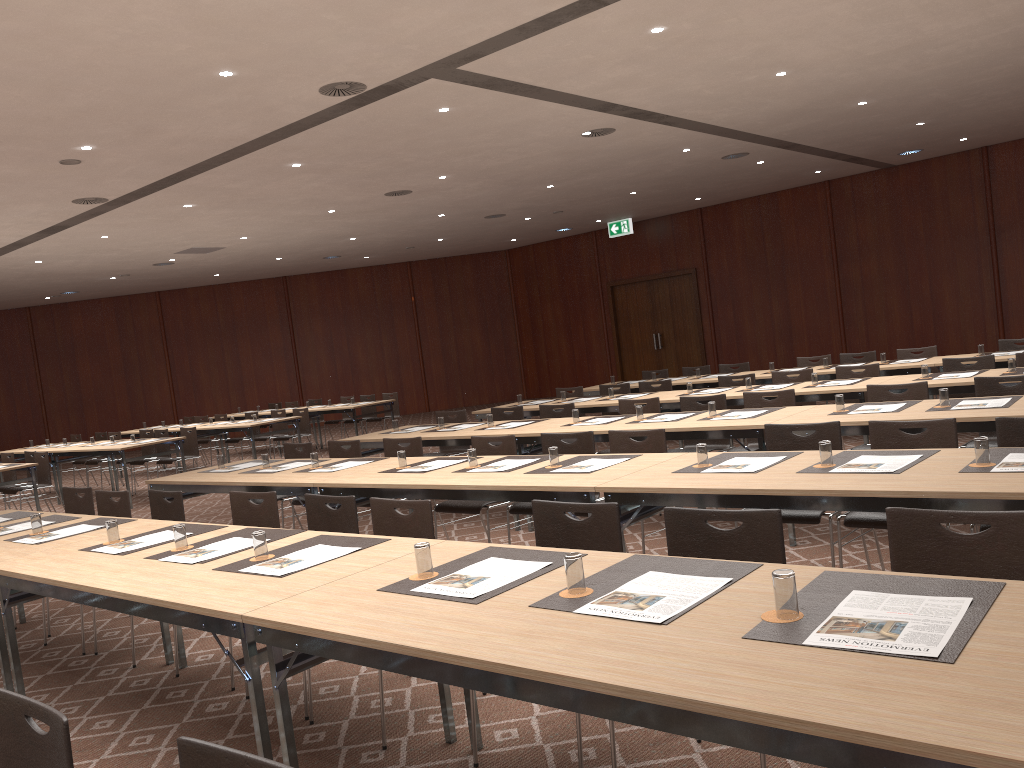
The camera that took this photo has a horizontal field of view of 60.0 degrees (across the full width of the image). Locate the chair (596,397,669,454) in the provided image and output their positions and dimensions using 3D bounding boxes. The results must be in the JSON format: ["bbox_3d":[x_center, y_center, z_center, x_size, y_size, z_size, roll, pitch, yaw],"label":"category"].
[{"bbox_3d":[1.094,0.613,7.910,0.536,0.940,0.613,-4,4,41],"label":"chair"}]

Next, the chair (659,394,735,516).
[{"bbox_3d":[1.563,0.578,7.407,0.536,0.940,0.613,-5,4,40],"label":"chair"}]

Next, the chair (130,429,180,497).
[{"bbox_3d":[-5.373,1.168,13.354,0.536,0.940,0.613,-4,4,42],"label":"chair"}]

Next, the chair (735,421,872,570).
[{"bbox_3d":[1.580,0.700,4.880,0.536,0.940,0.613,-5,4,39],"label":"chair"}]

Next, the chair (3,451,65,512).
[{"bbox_3d":[-6.166,1.363,11.421,0.536,0.940,0.613,-4,4,41],"label":"chair"}]

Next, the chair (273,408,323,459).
[{"bbox_3d":[-3.519,0.879,14.434,0.536,0.940,0.613,-4,4,41],"label":"chair"}]

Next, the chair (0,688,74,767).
[{"bbox_3d":[-1.130,1.191,1.876,0.536,0.940,0.613,-4,4,41],"label":"chair"}]

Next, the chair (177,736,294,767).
[{"bbox_3d":[-0.500,1.133,1.437,0.536,0.940,0.613,-5,4,38],"label":"chair"}]

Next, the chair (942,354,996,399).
[{"bbox_3d":[4.075,0.234,7.922,0.536,0.940,0.613,-4,4,41],"label":"chair"}]

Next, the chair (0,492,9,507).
[{"bbox_3d":[-7.793,1.495,12.951,0.536,0.940,0.613,-5,4,39],"label":"chair"}]

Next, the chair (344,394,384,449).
[{"bbox_3d":[-2.740,0.685,16.379,0.536,0.940,0.613,-4,4,42],"label":"chair"}]

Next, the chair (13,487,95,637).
[{"bbox_3d":[-3.224,1.236,6.386,0.536,0.940,0.613,-5,4,38],"label":"chair"}]

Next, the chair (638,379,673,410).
[{"bbox_3d":[1.596,0.442,10.093,0.536,0.940,0.613,-5,4,39],"label":"chair"}]

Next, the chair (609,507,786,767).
[{"bbox_3d":[0.672,0.910,2.945,0.536,0.940,0.613,-5,4,38],"label":"chair"}]

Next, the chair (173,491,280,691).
[{"bbox_3d":[-1.512,1.091,4.918,0.536,0.940,0.613,-5,4,38],"label":"chair"}]

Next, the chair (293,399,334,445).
[{"bbox_3d":[-3.961,0.785,17.505,0.536,0.940,0.613,-5,4,40],"label":"chair"}]

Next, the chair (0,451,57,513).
[{"bbox_3d":[-6.570,1.391,11.902,0.536,0.940,0.613,-4,4,43],"label":"chair"}]

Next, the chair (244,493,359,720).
[{"bbox_3d":[-0.983,1.048,4.419,0.536,0.940,0.613,-4,4,43],"label":"chair"}]

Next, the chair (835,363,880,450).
[{"bbox_3d":[3.330,0.295,8.606,0.536,0.940,0.613,-4,4,43],"label":"chair"}]

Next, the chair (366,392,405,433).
[{"bbox_3d":[-2.280,0.642,16.064,0.536,0.940,0.613,-4,4,43],"label":"chair"}]

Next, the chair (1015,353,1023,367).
[{"bbox_3d":[4.513,0.199,7.491,0.536,0.940,0.613,-5,4,38],"label":"chair"}]

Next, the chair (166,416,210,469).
[{"bbox_3d":[-6.212,1.104,16.822,0.536,0.940,0.613,-4,4,43],"label":"chair"}]

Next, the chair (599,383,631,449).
[{"bbox_3d":[1.165,0.481,10.417,0.536,0.940,0.613,-4,4,41],"label":"chair"}]

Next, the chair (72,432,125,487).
[{"bbox_3d":[-6.986,1.298,14.872,0.536,0.940,0.613,-5,4,40],"label":"chair"}]

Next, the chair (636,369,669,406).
[{"bbox_3d":[1.951,0.286,12.356,0.536,0.940,0.613,-4,4,43],"label":"chair"}]

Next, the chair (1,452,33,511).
[{"bbox_3d":[-7.084,1.439,12.263,0.536,0.940,0.613,-5,4,40],"label":"chair"}]

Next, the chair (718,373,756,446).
[{"bbox_3d":[2.338,0.384,9.356,0.536,0.940,0.613,-4,4,42],"label":"chair"}]

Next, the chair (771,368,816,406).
[{"bbox_3d":[2.828,0.340,8.991,0.536,0.940,0.613,-5,4,38],"label":"chair"}]

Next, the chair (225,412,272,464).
[{"bbox_3d":[-4.570,0.971,15.279,0.536,0.940,0.613,-4,4,43],"label":"chair"}]

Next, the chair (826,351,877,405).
[{"bbox_3d":[4.088,0.105,10.524,0.536,0.940,0.613,-4,4,41],"label":"chair"}]

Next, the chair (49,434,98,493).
[{"bbox_3d":[-7.616,1.358,15.278,0.536,0.940,0.613,-4,4,42],"label":"chair"}]

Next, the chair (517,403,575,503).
[{"bbox_3d":[0.381,0.676,8.476,0.536,0.940,0.613,-4,4,41],"label":"chair"}]

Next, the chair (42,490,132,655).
[{"bbox_3d":[-2.736,1.200,5.867,0.536,0.940,0.613,-5,4,38],"label":"chair"}]

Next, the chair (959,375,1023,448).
[{"bbox_3d":[3.355,0.421,5.971,0.536,0.940,0.613,-5,4,40],"label":"chair"}]

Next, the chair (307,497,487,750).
[{"bbox_3d":[-0.573,1.016,4.012,0.536,0.940,0.613,-4,4,43],"label":"chair"}]

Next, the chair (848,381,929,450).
[{"bbox_3d":[2.756,0.477,6.384,0.536,0.940,0.613,-4,4,42],"label":"chair"}]

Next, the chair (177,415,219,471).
[{"bbox_3d":[-5.807,1.077,16.340,0.536,0.940,0.613,-5,4,38],"label":"chair"}]

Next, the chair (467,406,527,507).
[{"bbox_3d":[-0.103,0.715,8.936,0.536,0.940,0.613,-4,4,41],"label":"chair"}]

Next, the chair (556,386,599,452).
[{"bbox_3d":[0.654,0.522,10.900,0.536,0.940,0.613,-4,4,43],"label":"chair"}]

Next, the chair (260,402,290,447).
[{"bbox_3d":[-4.958,0.874,18.281,0.536,0.940,0.613,-5,4,38],"label":"chair"}]

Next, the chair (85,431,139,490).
[{"bbox_3d":[-6.560,1.266,14.428,0.536,0.940,0.613,-4,4,40],"label":"chair"}]

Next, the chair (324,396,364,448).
[{"bbox_3d":[-3.201,0.720,16.854,0.536,0.940,0.613,-4,4,43],"label":"chair"}]

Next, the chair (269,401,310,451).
[{"bbox_3d":[-4.508,0.838,17.839,0.536,0.940,0.613,-4,4,41],"label":"chair"}]

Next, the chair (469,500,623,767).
[{"bbox_3d":[0.192,0.948,3.411,0.536,0.940,0.613,-4,4,42],"label":"chair"}]

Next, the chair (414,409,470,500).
[{"bbox_3d":[-0.699,0.768,9.402,0.536,0.940,0.613,-5,4,38],"label":"chair"}]

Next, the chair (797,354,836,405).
[{"bbox_3d":[3.696,0.136,10.905,0.536,0.940,0.613,-5,4,40],"label":"chair"}]

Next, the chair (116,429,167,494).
[{"bbox_3d":[-5.800,1.197,13.855,0.536,0.940,0.613,-5,4,39],"label":"chair"}]

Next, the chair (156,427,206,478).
[{"bbox_3d":[-4.802,1.117,12.920,0.536,0.940,0.613,-5,4,40],"label":"chair"}]

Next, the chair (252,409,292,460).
[{"bbox_3d":[-4.016,0.918,14.939,0.536,0.940,0.613,-4,4,41],"label":"chair"}]

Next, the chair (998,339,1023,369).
[{"bbox_3d":[5.413,-0.010,9.433,0.536,0.940,0.613,-4,4,42],"label":"chair"}]

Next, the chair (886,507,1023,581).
[{"bbox_3d":[1.283,0.853,2.521,0.536,0.940,0.613,-5,4,40],"label":"chair"}]

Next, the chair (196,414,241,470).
[{"bbox_3d":[-5.338,1.034,15.993,0.536,0.940,0.613,-4,4,42],"label":"chair"}]

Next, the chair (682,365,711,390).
[{"bbox_3d":[2.451,0.242,11.974,0.536,0.940,0.613,-4,4,43],"label":"chair"}]

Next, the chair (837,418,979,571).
[{"bbox_3d":[2.002,0.666,4.473,0.536,0.940,0.613,-4,4,43],"label":"chair"}]

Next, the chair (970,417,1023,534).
[{"bbox_3d":[2.444,0.631,4.038,0.536,0.940,0.613,-4,4,41],"label":"chair"}]

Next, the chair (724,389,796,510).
[{"bbox_3d":[2.027,0.536,7.064,0.536,0.940,0.613,-5,4,39],"label":"chair"}]

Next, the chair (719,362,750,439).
[{"bbox_3d":[2.859,0.212,11.523,0.536,0.940,0.613,-5,4,40],"label":"chair"}]

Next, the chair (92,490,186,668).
[{"bbox_3d":[-2.238,1.155,5.495,0.536,0.940,0.613,-4,4,42],"label":"chair"}]

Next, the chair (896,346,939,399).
[{"bbox_3d":[4.583,0.065,10.044,0.536,0.940,0.613,-5,4,38],"label":"chair"}]
